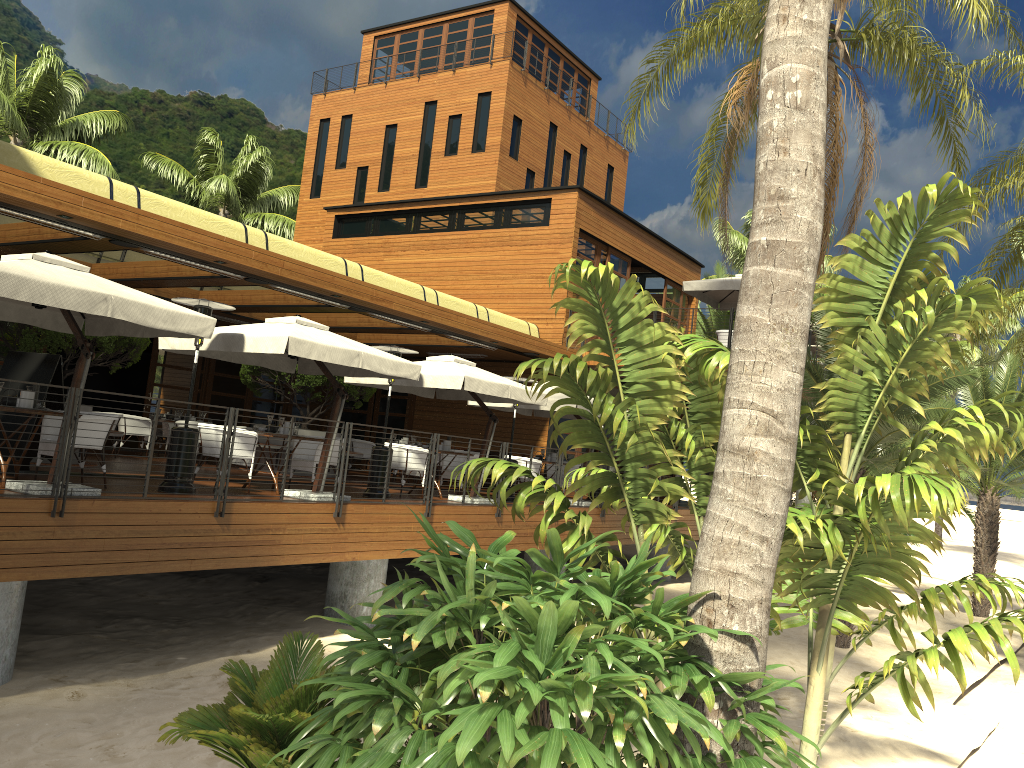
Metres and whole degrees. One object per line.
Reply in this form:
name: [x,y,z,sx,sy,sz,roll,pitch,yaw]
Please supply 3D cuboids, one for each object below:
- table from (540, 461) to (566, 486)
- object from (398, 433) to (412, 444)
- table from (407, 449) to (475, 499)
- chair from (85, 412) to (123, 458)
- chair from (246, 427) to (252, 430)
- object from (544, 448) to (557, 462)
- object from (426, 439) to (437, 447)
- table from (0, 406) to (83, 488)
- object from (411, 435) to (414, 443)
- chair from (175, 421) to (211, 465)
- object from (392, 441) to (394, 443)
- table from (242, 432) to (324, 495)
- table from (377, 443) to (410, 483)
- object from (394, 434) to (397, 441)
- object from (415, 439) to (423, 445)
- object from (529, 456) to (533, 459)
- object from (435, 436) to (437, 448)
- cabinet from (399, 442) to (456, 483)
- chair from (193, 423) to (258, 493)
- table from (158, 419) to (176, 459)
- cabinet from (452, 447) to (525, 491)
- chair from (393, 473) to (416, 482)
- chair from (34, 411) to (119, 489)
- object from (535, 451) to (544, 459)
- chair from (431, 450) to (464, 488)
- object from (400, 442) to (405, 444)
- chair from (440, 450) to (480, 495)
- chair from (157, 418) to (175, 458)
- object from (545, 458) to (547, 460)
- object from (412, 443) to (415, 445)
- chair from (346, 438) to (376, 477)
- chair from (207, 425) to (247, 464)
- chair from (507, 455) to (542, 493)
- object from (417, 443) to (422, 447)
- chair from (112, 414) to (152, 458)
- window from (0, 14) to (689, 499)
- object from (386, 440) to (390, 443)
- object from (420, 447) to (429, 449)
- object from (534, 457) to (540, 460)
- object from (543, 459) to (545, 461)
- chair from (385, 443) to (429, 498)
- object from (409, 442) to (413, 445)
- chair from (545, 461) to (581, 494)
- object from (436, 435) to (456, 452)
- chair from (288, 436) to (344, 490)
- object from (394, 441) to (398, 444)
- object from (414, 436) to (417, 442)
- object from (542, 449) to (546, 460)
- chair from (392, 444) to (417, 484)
table: [0.562,1.861,17.090,0.932,0.750,0.929,3,-6,33]
object: [-2.252,1.164,18.605,0.263,0.264,0.263,7,-5,-10]
table: [-1.276,1.440,14.276,0.932,0.750,0.929,3,-6,33]
chair: [-7.231,0.877,15.553,0.627,0.789,0.615,2,-7,39]
chair: [-5.803,1.363,19.770,0.616,0.789,0.626,7,-5,-10]
object: [0.786,1.372,17.059,0.263,0.264,0.263,7,-5,-11]
object: [-1.317,0.976,14.392,0.163,0.179,0.167,3,-6,35]
table: [-4.943,0.601,8.661,0.932,0.750,0.929,3,-6,33]
object: [-2.062,1.181,18.370,0.082,0.227,0.082,8,-6,-21]
chair: [-5.991,1.095,16.618,0.626,0.789,0.616,10,-6,-35]
object: [-2.463,1.242,18.618,0.116,0.065,0.116,7,-5,-7]
table: [-3.110,1.020,11.468,0.932,0.750,0.929,3,-6,33]
table: [-2.291,1.667,18.558,1.166,0.750,1.163,2,-6,39]
object: [-2.482,1.169,18.798,0.082,0.227,0.082,8,-6,-21]
object: [-1.932,1.224,18.393,0.163,0.179,0.167,7,-5,-7]
object: [0.369,1.415,17.059,0.086,0.086,0.086,3,-6,34]
object: [-1.256,0.973,14.616,0.082,0.227,0.082,2,-7,34]
cabinet: [-1.913,1.876,21.187,1.611,0.839,0.556,3,-6,33]
chair: [-3.544,0.907,10.856,0.628,0.789,0.615,3,-6,34]
table: [-6.389,1.128,17.348,1.166,0.750,1.163,5,-5,14]
cabinet: [-0.560,1.952,20.294,1.611,0.839,0.556,3,-6,33]
chair: [-2.297,1.711,19.354,0.627,0.789,0.616,7,-5,-10]
chair: [-4.539,0.675,9.287,0.628,0.789,0.615,3,-6,34]
object: [0.532,1.399,17.223,0.163,0.179,0.167,3,-6,35]
chair: [-1.357,1.753,18.603,0.616,0.789,0.626,7,-5,-10]
object: [-2.264,1.242,18.347,0.116,0.065,0.116,5,-5,16]
chair: [-0.832,1.524,14.963,0.628,0.789,0.615,3,-6,34]
chair: [-6.859,1.113,18.038,0.626,0.789,0.616,10,-6,-35]
object: [0.698,1.482,17.311,0.116,0.065,0.116,5,-5,15]
object: [-2.037,1.268,18.502,0.086,0.086,0.086,1,-7,44]
chair: [-3.151,1.542,18.384,0.616,0.789,0.626,7,-5,-10]
chair: [-5.694,1.216,17.751,0.616,0.789,0.627,10,-6,-35]
chair: [0.156,1.754,16.522,0.628,0.789,0.615,3,-6,34]
object: [-1.479,0.992,14.228,0.086,0.086,0.086,2,-6,38]
chair: [-7.220,0.976,16.793,0.616,0.789,0.627,10,-6,-35]
window: [-2.162,-6.589,23.983,14.493,17.994,38.340,5,-5,11]
object: [-2.626,1.225,18.762,0.086,0.086,0.086,1,-7,44]
object: [-1.427,1.013,14.021,0.295,0.025,0.170,3,-5,33]
object: [0.469,1.434,17.011,0.116,0.065,0.116,5,-5,15]
object: [0.614,1.489,17.363,0.080,0.042,0.080,6,-5,2]
chair: [-1.694,1.330,13.689,0.628,0.789,0.615,3,-6,34]
object: [-2.155,1.283,18.857,0.086,0.086,0.086,3,-6,35]
chair: [1.018,1.947,17.796,0.628,0.789,0.615,3,-6,34]
object: [-1.063,0.948,14.228,0.263,0.264,0.263,7,-5,-11]
chair: [-2.650,1.108,12.179,0.628,0.789,0.615,3,-6,34]
object: [-2.396,1.216,18.334,0.086,0.086,0.086,3,-6,35]
object: [-2.058,1.216,18.808,0.082,0.227,0.082,7,-5,-5]
object: [0.592,1.353,16.892,0.082,0.227,0.082,2,-7,34]
chair: [-2.106,1.602,17.707,0.627,0.789,0.616,7,-5,-10]
